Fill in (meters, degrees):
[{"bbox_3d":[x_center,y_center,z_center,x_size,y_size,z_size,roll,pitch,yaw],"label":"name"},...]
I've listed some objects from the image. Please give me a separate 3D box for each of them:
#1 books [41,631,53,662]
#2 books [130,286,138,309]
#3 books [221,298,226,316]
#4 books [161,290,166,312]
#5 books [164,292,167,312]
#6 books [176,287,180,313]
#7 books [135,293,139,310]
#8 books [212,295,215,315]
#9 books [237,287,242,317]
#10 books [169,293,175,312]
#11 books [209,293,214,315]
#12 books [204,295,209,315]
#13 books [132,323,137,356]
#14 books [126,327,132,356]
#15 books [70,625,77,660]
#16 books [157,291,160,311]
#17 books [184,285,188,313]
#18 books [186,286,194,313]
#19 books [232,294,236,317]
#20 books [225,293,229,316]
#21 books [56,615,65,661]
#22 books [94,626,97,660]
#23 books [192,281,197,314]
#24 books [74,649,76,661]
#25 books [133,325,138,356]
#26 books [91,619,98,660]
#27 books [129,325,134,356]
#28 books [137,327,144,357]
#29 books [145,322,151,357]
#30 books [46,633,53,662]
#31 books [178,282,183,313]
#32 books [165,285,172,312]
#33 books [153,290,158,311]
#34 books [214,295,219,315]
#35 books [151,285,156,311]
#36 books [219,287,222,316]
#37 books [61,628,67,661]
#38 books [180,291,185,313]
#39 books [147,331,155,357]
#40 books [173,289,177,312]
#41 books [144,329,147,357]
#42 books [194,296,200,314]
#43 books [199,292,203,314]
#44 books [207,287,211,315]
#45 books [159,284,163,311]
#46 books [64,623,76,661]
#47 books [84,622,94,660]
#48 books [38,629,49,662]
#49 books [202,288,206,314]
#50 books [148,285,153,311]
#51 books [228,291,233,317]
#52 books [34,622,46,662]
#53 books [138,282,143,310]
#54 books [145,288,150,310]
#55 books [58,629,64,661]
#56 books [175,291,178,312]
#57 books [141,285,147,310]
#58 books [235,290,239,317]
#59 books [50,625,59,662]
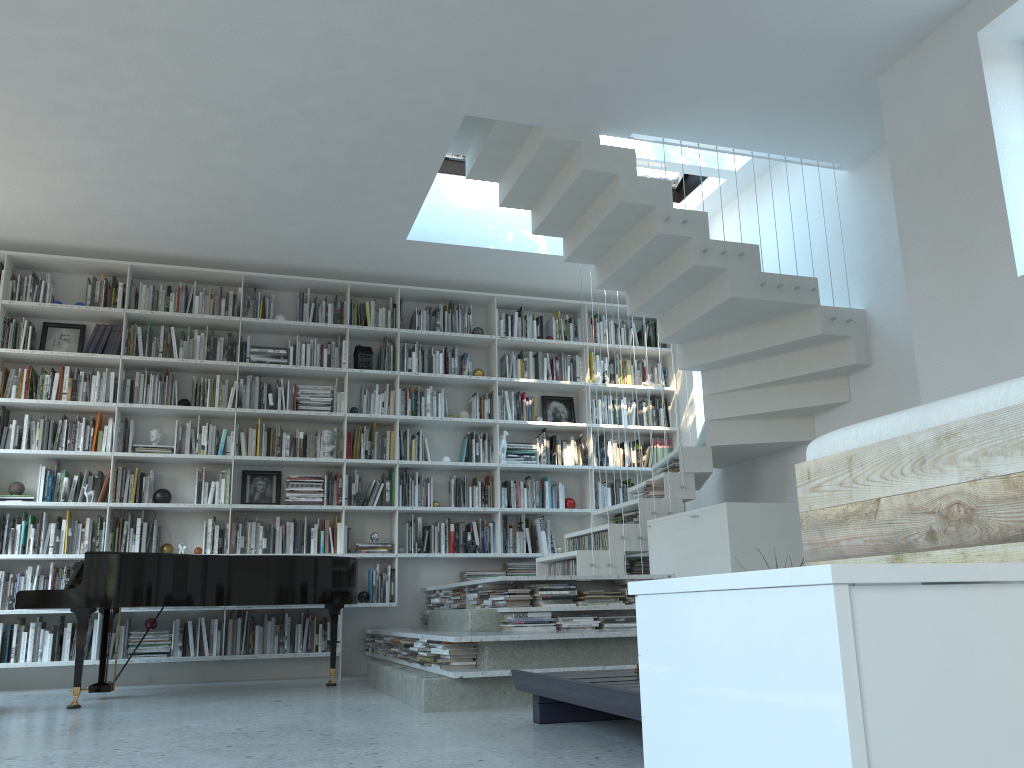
[{"bbox_3d":[-3.261,1.838,6.225,0.028,0.205,0.171,3,-15,-17],"label":"books"},{"bbox_3d":[-2.964,-0.634,6.948,0.029,0.237,0.156,3,-15,-17],"label":"books"},{"bbox_3d":[-2.326,-0.573,7.135,0.031,0.184,0.177,3,-15,-17],"label":"books"},{"bbox_3d":[-2.766,-0.614,7.038,0.025,0.234,0.130,3,-15,-17],"label":"books"},{"bbox_3d":[-2.746,-0.605,7.033,0.012,0.215,0.150,3,-15,-17],"label":"books"},{"bbox_3d":[-2.649,-0.623,7.047,0.013,0.251,0.184,3,-15,-17],"label":"books"},{"bbox_3d":[-2.943,-0.602,6.963,0.024,0.182,0.133,3,-15,-17],"label":"books"},{"bbox_3d":[-2.391,-0.590,7.108,0.013,0.206,0.178,3,-15,-17],"label":"books"},{"bbox_3d":[-2.209,-0.616,7.184,0.026,0.288,0.176,3,-15,-17],"label":"books"},{"bbox_3d":[-2.696,-0.598,7.037,0.030,0.201,0.152,3,-15,-17],"label":"books"},{"bbox_3d":[-2.411,-0.598,7.117,0.021,0.228,0.161,3,-15,-17],"label":"books"},{"bbox_3d":[-2.455,-0.588,7.123,0.029,0.213,0.142,3,-15,-17],"label":"books"},{"bbox_3d":[-2.937,-0.304,6.903,0.014,0.308,0.130,3,-14,-17],"label":"books"},{"bbox_3d":[-2.956,-0.289,6.855,0.023,0.255,0.175,3,-15,-17],"label":"books"},{"bbox_3d":[-3.104,1.827,6.311,0.040,0.263,0.137,3,-15,-17],"label":"books"},{"bbox_3d":[-2.786,-0.609,7.000,0.015,0.207,0.167,3,-15,-17],"label":"books"},{"bbox_3d":[-2.600,-0.632,7.064,0.013,0.275,0.165,3,-15,-17],"label":"books"},{"bbox_3d":[-2.568,-0.629,7.071,0.052,0.272,0.173,3,-15,-17],"label":"books"},{"bbox_3d":[-2.245,-0.589,7.161,0.026,0.224,0.172,3,-15,-17],"label":"books"},{"bbox_3d":[-2.302,-0.594,7.158,0.026,0.236,0.149,3,-15,-17],"label":"books"},{"bbox_3d":[-3.198,1.798,6.281,0.013,0.309,0.131,3,-14,-17],"label":"books"},{"bbox_3d":[-2.942,1.838,6.306,0.017,0.232,0.213,3,-15,-17],"label":"books"},{"bbox_3d":[-2.541,-0.645,7.098,0.014,0.314,0.166,3,-15,-17],"label":"books"},{"bbox_3d":[-3.067,1.806,6.297,0.021,0.295,0.188,3,-15,-17],"label":"books"},{"bbox_3d":[-2.919,-0.299,6.883,0.010,0.286,0.148,3,-15,-17],"label":"books"},{"bbox_3d":[-2.976,1.827,6.344,0.027,0.275,0.144,3,-15,-17],"label":"books"},{"bbox_3d":[-2.943,-0.298,6.877,0.013,0.282,0.159,3,-15,-17],"label":"books"},{"bbox_3d":[-2.884,-0.289,6.899,0.067,0.273,0.168,3,-15,-17],"label":"books"},{"bbox_3d":[-2.832,-0.310,6.903,0.012,0.314,0.172,3,-15,-17],"label":"books"},{"bbox_3d":[-3.230,1.847,6.225,0.031,0.187,0.190,3,-15,-17],"label":"books"},{"bbox_3d":[-2.639,-0.644,7.058,0.010,0.298,0.151,3,-15,-17],"label":"books"},{"bbox_3d":[-2.727,-0.630,7.044,0.028,0.267,0.152,3,-15,-17],"label":"books"},{"bbox_3d":[-2.803,-0.613,6.981,0.029,0.207,0.179,3,-15,-17],"label":"books"},{"bbox_3d":[-2.371,-0.586,7.110,0.026,0.199,0.187,3,-15,-17],"label":"books"},{"bbox_3d":[-2.827,-0.632,6.992,0.012,0.249,0.174,3,-15,-17],"label":"books"},{"bbox_3d":[-2.349,-0.621,7.146,0.013,0.285,0.160,3,-15,-17],"label":"books"},{"bbox_3d":[-3.153,1.838,6.271,0.022,0.224,0.141,3,-15,-17],"label":"books"},{"bbox_3d":[-2.623,-0.610,7.067,0.029,0.235,0.130,3,-15,-17],"label":"books"},{"bbox_3d":[-2.811,-0.273,6.902,0.031,0.241,0.182,3,-15,-17],"label":"books"},{"bbox_3d":[-2.675,-0.614,7.044,0.013,0.234,0.155,3,-15,-17],"label":"books"},{"bbox_3d":[-2.845,-0.282,6.901,0.011,0.259,0.157,3,-15,-17],"label":"books"},{"bbox_3d":[-2.516,-0.585,7.083,0.031,0.189,0.182,3,-15,-17],"label":"books"},{"bbox_3d":[-2.492,-0.603,7.104,0.026,0.235,0.134,3,-15,-17],"label":"books"},{"bbox_3d":[-2.427,-0.619,7.110,0.014,0.265,0.192,3,-15,-17],"label":"books"},{"bbox_3d":[-2.776,-0.635,7.012,0.010,0.263,0.161,3,-15,-17],"label":"books"},{"bbox_3d":[-3.130,1.824,6.279,0.027,0.255,0.179,3,-15,-17],"label":"books"},{"bbox_3d":[-3.020,1.833,6.327,0.065,0.255,0.156,3,-15,-17],"label":"books"},{"bbox_3d":[-3.285,1.831,6.220,0.021,0.217,0.191,3,-15,-17],"label":"books"},{"bbox_3d":[-2.474,-0.618,7.115,0.014,0.268,0.156,3,-15,-17],"label":"books"},{"bbox_3d":[-2.845,-0.632,6.991,0.023,0.250,0.171,3,-15,-17],"label":"books"},{"bbox_3d":[-2.278,-0.602,7.177,0.030,0.260,0.152,3,-15,-17],"label":"books"},{"bbox_3d":[-3.308,1.807,6.219,0.025,0.265,0.160,3,-15,-17],"label":"books"},{"bbox_3d":[-2.925,-0.645,6.990,0.021,0.278,0.141,3,-15,-17],"label":"books"},{"bbox_3d":[-2.866,-0.619,6.977,0.023,0.219,0.182,3,-15,-17],"label":"books"},{"bbox_3d":[-3.179,1.845,6.274,0.024,0.213,0.137,3,-15,-17],"label":"books"},{"bbox_3d":[-2.660,-0.606,7.038,0.011,0.215,0.160,3,-15,-17],"label":"books"},{"bbox_3d":[-2.894,-0.636,6.977,0.031,0.254,0.146,3,-15,-17],"label":"books"},{"bbox_3d":[-2.229,-0.606,7.180,0.014,0.266,0.172,3,-15,-17],"label":"books"},{"bbox_3d":[-3.205,1.821,6.240,0.023,0.243,0.188,3,-15,-17],"label":"books"}]
